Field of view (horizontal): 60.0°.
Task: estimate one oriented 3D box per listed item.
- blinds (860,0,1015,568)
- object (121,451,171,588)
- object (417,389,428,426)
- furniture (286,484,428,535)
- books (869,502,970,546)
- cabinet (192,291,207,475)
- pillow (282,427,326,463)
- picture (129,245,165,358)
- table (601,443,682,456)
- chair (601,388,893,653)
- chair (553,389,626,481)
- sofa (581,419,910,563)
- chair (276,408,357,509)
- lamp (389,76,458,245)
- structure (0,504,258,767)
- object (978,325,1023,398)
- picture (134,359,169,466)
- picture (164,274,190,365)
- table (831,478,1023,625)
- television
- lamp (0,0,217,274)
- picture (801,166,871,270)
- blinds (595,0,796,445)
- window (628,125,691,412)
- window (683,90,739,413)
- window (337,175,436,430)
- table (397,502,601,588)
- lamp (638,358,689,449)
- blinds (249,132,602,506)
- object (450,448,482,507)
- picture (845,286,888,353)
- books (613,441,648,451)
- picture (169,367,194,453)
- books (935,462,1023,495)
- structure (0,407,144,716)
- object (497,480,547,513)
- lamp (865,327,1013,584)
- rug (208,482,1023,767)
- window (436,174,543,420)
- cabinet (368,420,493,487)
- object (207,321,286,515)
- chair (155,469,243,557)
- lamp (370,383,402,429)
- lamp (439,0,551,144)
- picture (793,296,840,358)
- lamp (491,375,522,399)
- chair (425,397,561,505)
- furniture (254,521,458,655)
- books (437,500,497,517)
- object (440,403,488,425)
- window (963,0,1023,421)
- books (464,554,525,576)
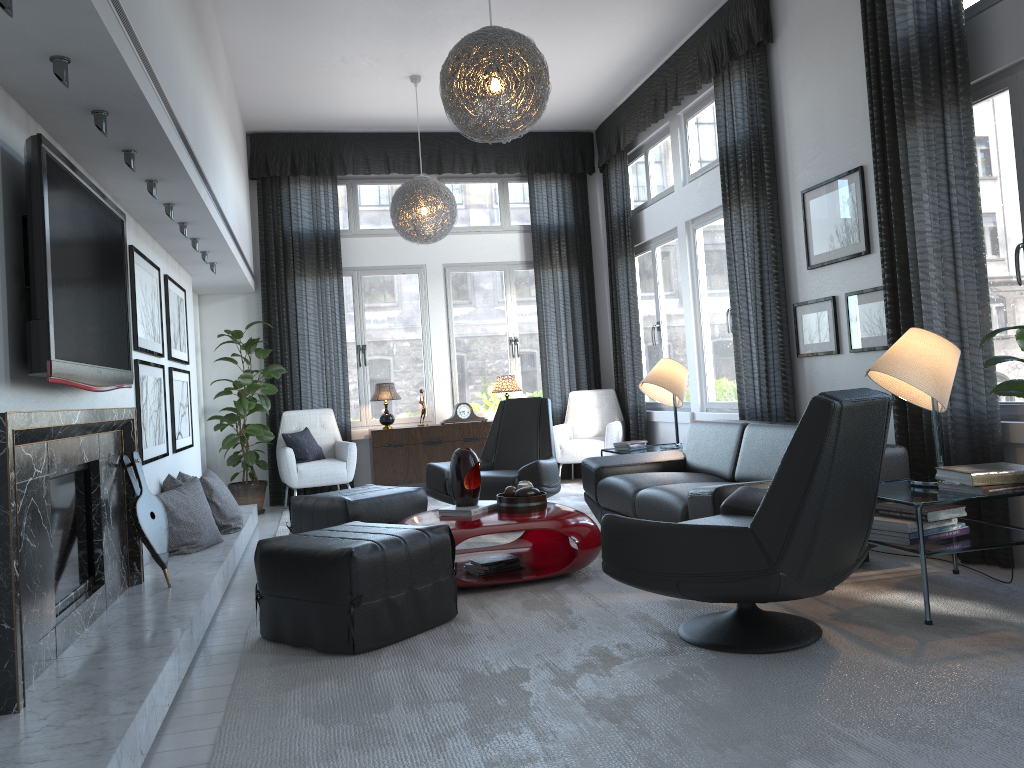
[{"bbox_3d":[2.136,-0.885,2.911,0.189,3.283,3.206,-3,-1,-13],"label":"blinds"},{"bbox_3d":[-1.546,0.574,3.771,0.175,0.581,0.196,-2,-3,-32],"label":"object"},{"bbox_3d":[-0.796,0.208,7.816,0.096,0.325,0.096,-3,-2,-13],"label":"object"},{"bbox_3d":[-0.864,0.786,4.979,0.613,0.378,0.599,-5,-1,41],"label":"furniture"},{"bbox_3d":[1.482,0.500,3.233,0.322,0.116,0.278,-4,-1,-28],"label":"books"},{"bbox_3d":[-2.646,0.159,7.125,0.191,1.898,1.170,-3,-2,-13],"label":"cabinet"},{"bbox_3d":[-1.734,0.512,7.397,0.252,0.296,0.356,-4,-1,14],"label":"pillow"},{"bbox_3d":[-1.950,-0.419,4.750,0.020,0.523,0.790,-3,-1,-13],"label":"picture"},{"bbox_3d":[0.993,0.646,6.093,0.593,0.411,0.592,-4,-1,-13],"label":"table"},{"bbox_3d":[0.845,0.436,2.957,0.841,0.812,0.803,-3,-2,-40],"label":"chair"},{"bbox_3d":[0.690,0.470,7.924,0.593,0.825,0.612,-4,-2,17],"label":"chair"},{"bbox_3d":[1.072,0.525,4.618,0.937,0.617,1.901,-4,0,-13],"label":"sofa"},{"bbox_3d":[-1.643,0.624,7.415,0.594,0.825,0.611,-3,-2,-23],"label":"chair"},{"bbox_3d":[-0.696,-1.704,6.748,0.513,1.309,0.513,-3,-2,-18],"label":"lamp"},{"bbox_3d":[-1.322,0.914,3.089,0.393,0.135,7.196,-4,0,-13],"label":"structure"},{"bbox_3d":[1.777,0.112,2.539,0.784,1.333,0.534,-4,-2,-2],"label":"object"},{"bbox_3d":[-1.915,0.146,4.725,0.020,0.523,0.790,-3,-1,-13],"label":"picture"},{"bbox_3d":[-2.175,-0.400,5.764,0.020,0.523,0.790,-3,-1,-13],"label":"picture"},{"bbox_3d":[1.605,0.593,3.329,0.593,0.411,0.592,-4,-1,-13],"label":"table"},{"bbox_3d":[-1.532,-0.343,3.120,0.129,0.753,1.157,-3,-1,-12],"label":"television"},{"bbox_3d":[-1.604,-0.832,4.049,0.053,0.081,4.246,-3,0,-13],"label":"lamp"},{"bbox_3d":[1.786,-0.906,4.918,0.020,0.468,0.587,-3,-1,-13],"label":"picture"},{"bbox_3d":[1.255,-0.810,6.888,0.189,3.283,3.206,-3,-1,-13],"label":"blinds"},{"bbox_3d":[1.235,-0.927,7.606,0.133,2.327,1.266,-3,-2,-13],"label":"window"},{"bbox_3d":[1.541,-0.954,6.223,0.133,2.327,1.266,-3,-2,-13],"label":"window"},{"bbox_3d":[-1.395,-0.749,8.076,1.269,2.327,0.133,-3,-3,-13],"label":"window"},{"bbox_3d":[-0.097,0.764,4.321,0.942,0.301,0.937,-4,0,-13],"label":"table"},{"bbox_3d":[1.345,0.310,5.661,0.475,1.017,1.165,-2,-2,-38],"label":"lamp"},{"bbox_3d":[-0.669,-0.675,8.097,3.213,3.283,0.188,-4,-3,-13],"label":"blinds"},{"bbox_3d":[-0.228,0.452,4.326,0.151,0.281,0.153,-5,-2,27],"label":"object"},{"bbox_3d":[1.883,-0.336,4.629,0.020,0.327,0.427,-3,-1,-13],"label":"picture"},{"bbox_3d":[0.828,0.432,6.217,0.215,0.050,0.160,-4,-1,-40],"label":"books"},{"bbox_3d":[-2.137,0.165,5.739,0.020,0.523,0.790,-3,-1,-13],"label":"picture"},{"bbox_3d":[1.748,0.345,3.253,0.320,0.075,0.278,-4,0,-8],"label":"books"},{"bbox_3d":[-1.709,0.566,3.033,0.521,0.925,1.684,-3,-1,-13],"label":"structure"},{"bbox_3d":[0.047,0.542,4.276,0.242,0.133,0.242,-4,-1,25],"label":"object"},{"bbox_3d":[1.743,0.276,3.860,0.474,1.017,1.167,-4,-1,13],"label":"lamp"},{"bbox_3d":[0.357,0.879,3.989,2.956,0.032,7.756,-4,0,-13],"label":"rug"},{"bbox_3d":[-0.013,-0.840,8.387,1.269,2.327,0.133,-3,-3,-13],"label":"window"},{"bbox_3d":[-0.539,0.660,7.865,1.399,0.614,0.385,-4,-2,-13],"label":"cabinet"},{"bbox_3d":[-2.157,0.276,7.234,0.934,1.592,0.639,-5,-3,33],"label":"object"},{"bbox_3d":[-1.791,0.702,5.161,0.391,0.432,1.334,-4,-1,-12],"label":"chair"},{"bbox_3d":[-1.097,0.191,7.722,0.280,0.398,0.280,-4,-2,13],"label":"lamp"},{"bbox_3d":[-0.101,-1.755,4.072,0.515,1.309,0.511,-3,-2,-18],"label":"lamp"},{"bbox_3d":[1.766,-0.326,5.156,0.020,0.327,0.427,-3,-1,-13],"label":"picture"},{"bbox_3d":[-0.044,0.121,7.959,0.280,0.398,0.280,-4,-2,13],"label":"lamp"},{"bbox_3d":[-0.034,0.507,5.815,0.839,0.812,0.804,-4,-2,25],"label":"chair"},{"bbox_3d":[-0.608,0.762,3.445,0.598,0.378,0.614,-4,-1,36],"label":"furniture"},{"bbox_3d":[-0.190,0.606,4.324,0.201,0.030,0.306,-4,0,32],"label":"books"},{"bbox_3d":[-0.434,0.255,7.878,0.406,0.181,0.180,-4,-1,-13],"label":"object"},{"bbox_3d":[2.110,-1.002,3.655,0.133,2.327,1.266,-3,-2,-13],"label":"window"},{"bbox_3d":[-0.087,0.880,4.334,0.272,0.054,0.204,-4,0,-37],"label":"books"}]
